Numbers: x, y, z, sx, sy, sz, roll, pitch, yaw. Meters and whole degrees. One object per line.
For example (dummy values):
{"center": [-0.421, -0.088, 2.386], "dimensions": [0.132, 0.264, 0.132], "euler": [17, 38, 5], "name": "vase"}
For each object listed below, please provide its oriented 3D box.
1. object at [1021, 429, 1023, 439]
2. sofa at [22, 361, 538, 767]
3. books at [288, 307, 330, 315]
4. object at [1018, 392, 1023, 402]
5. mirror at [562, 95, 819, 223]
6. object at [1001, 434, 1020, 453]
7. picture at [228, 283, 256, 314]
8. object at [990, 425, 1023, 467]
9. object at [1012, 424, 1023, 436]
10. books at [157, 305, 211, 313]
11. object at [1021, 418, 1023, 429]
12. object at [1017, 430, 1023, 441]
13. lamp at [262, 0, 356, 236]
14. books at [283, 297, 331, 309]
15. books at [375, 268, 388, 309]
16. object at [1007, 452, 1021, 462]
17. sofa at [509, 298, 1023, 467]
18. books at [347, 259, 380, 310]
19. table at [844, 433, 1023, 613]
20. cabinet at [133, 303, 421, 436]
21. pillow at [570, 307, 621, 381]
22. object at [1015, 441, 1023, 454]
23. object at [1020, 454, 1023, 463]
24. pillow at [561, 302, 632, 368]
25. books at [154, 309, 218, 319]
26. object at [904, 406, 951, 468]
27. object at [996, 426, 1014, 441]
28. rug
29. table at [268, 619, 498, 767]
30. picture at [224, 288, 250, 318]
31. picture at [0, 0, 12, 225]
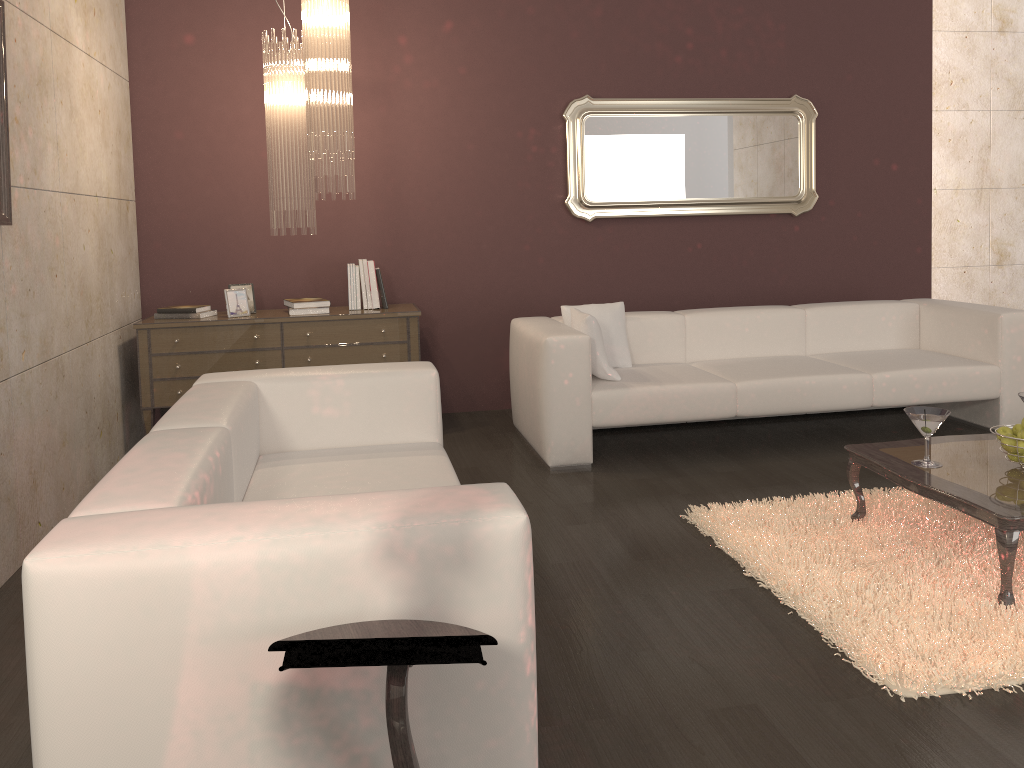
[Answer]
{"center": [1.750, 0.176, 2.977], "dimensions": [0.053, 0.051, 0.054], "euler": [-3, 7, -10], "name": "object"}
{"center": [-0.583, 0.411, 2.598], "dimensions": [0.944, 0.643, 2.053], "euler": [-3, 10, -10], "name": "sofa"}
{"center": [-1.173, -0.432, 5.071], "dimensions": [0.225, 0.035, 0.311], "euler": [-4, 11, -15], "name": "books"}
{"center": [1.992, 0.125, 3.321], "dimensions": [0.152, 0.214, 0.152], "euler": [-6, 7, -35], "name": "object"}
{"center": [1.207, -1.501, 5.833], "dimensions": [1.784, 0.817, 0.047], "euler": [-3, 4, -11], "name": "mirror"}
{"center": [1.725, 0.205, 3.041], "dimensions": [0.066, 0.065, 0.066], "euler": [-8, 10, -43], "name": "object"}
{"center": [-1.555, -0.490, 5.077], "dimensions": [0.141, 0.170, 0.078], "euler": [-5, 6, -25], "name": "picture"}
{"center": [1.783, 0.225, 3.042], "dimensions": [0.234, 0.118, 0.236], "euler": [5, 11, 34], "name": "object"}
{"center": [1.776, 0.163, 3.077], "dimensions": [0.045, 0.049, 0.050], "euler": [-1, 7, 4], "name": "object"}
{"center": [-1.841, -0.419, 4.949], "dimensions": [0.232, 0.027, 0.172], "euler": [0, 10, 9], "name": "books"}
{"center": [1.790, 0.137, 3.031], "dimensions": [0.062, 0.063, 0.063], "euler": [-3, 7, -10], "name": "object"}
{"center": [1.759, 0.181, 3.021], "dimensions": [0.046, 0.043, 0.046], "euler": [-7, 9, -39], "name": "object"}
{"center": [-0.977, -2.174, 4.443], "dimensions": [0.484, 2.810, 0.488], "euler": [0, 4, 26], "name": "lamp"}
{"center": [-1.186, -0.469, 5.082], "dimensions": [0.211, 0.034, 0.291], "euler": [-6, 11, -25], "name": "books"}
{"center": [-0.772, -0.568, 5.203], "dimensions": [0.068, 0.235, 0.174], "euler": [-2, 6, -10], "name": "books"}
{"center": [1.759, 0.246, 3.073], "dimensions": [0.055, 0.054, 0.055], "euler": [-1, 7, 1], "name": "object"}
{"center": [1.422, -0.077, 4.954], "dimensions": [2.784, 0.645, 0.955], "euler": [-3, 9, -10], "name": "sofa"}
{"center": [-0.875, -0.588, 5.186], "dimensions": [0.178, 0.287, 0.206], "euler": [-3, 6, -10], "name": "books"}
{"center": [1.786, 0.436, 3.074], "dimensions": [0.915, 0.299, 0.916], "euler": [-4, 10, -12], "name": "table"}
{"center": [-1.297, -0.047, 5.082], "dimensions": [1.529, 0.724, 0.537], "euler": [-3, 6, -10], "name": "cabinet"}
{"center": [0.422, -0.212, 4.623], "dimensions": [0.186, 0.355, 0.380], "euler": [-3, 7, -12], "name": "pillow"}
{"center": [1.735, 0.215, 2.994], "dimensions": [0.045, 0.045, 0.044], "euler": [-4, 7, -19], "name": "object"}
{"center": [1.776, 0.250, 3.011], "dimensions": [0.069, 0.063, 0.068], "euler": [4, 9, 34], "name": "object"}
{"center": [0.470, -0.266, 4.905], "dimensions": [0.377, 0.358, 0.171], "euler": [-3, 5, -12], "name": "pillow"}
{"center": [-1.838, -0.394, 4.973], "dimensions": [0.275, 0.031, 0.204], "euler": [0, 10, 9], "name": "books"}
{"center": [1.467, 0.177, 3.114], "dimensions": [0.151, 0.214, 0.153], "euler": [-3, 6, -18], "name": "object"}
{"center": [1.728, 0.177, 3.089], "dimensions": [0.054, 0.054, 0.054], "euler": [5, 9, 42], "name": "object"}
{"center": [1.778, 0.584, 3.065], "dimensions": [1.999, 0.066, 1.529], "euler": [-3, 11, -10], "name": "rug"}
{"center": [-0.220, 0.714, 1.363], "dimensions": [0.512, 0.516, 0.530], "euler": [0, 7, 12], "name": "table"}
{"center": [-1.531, -0.452, 4.907], "dimensions": [0.129, 0.155, 0.051], "euler": [-7, 7, -40], "name": "picture"}
{"center": [-1.659, -0.814, 2.306], "dimensions": [0.053, 0.784, 1.737], "euler": [-2, 9, -10], "name": "picture"}
